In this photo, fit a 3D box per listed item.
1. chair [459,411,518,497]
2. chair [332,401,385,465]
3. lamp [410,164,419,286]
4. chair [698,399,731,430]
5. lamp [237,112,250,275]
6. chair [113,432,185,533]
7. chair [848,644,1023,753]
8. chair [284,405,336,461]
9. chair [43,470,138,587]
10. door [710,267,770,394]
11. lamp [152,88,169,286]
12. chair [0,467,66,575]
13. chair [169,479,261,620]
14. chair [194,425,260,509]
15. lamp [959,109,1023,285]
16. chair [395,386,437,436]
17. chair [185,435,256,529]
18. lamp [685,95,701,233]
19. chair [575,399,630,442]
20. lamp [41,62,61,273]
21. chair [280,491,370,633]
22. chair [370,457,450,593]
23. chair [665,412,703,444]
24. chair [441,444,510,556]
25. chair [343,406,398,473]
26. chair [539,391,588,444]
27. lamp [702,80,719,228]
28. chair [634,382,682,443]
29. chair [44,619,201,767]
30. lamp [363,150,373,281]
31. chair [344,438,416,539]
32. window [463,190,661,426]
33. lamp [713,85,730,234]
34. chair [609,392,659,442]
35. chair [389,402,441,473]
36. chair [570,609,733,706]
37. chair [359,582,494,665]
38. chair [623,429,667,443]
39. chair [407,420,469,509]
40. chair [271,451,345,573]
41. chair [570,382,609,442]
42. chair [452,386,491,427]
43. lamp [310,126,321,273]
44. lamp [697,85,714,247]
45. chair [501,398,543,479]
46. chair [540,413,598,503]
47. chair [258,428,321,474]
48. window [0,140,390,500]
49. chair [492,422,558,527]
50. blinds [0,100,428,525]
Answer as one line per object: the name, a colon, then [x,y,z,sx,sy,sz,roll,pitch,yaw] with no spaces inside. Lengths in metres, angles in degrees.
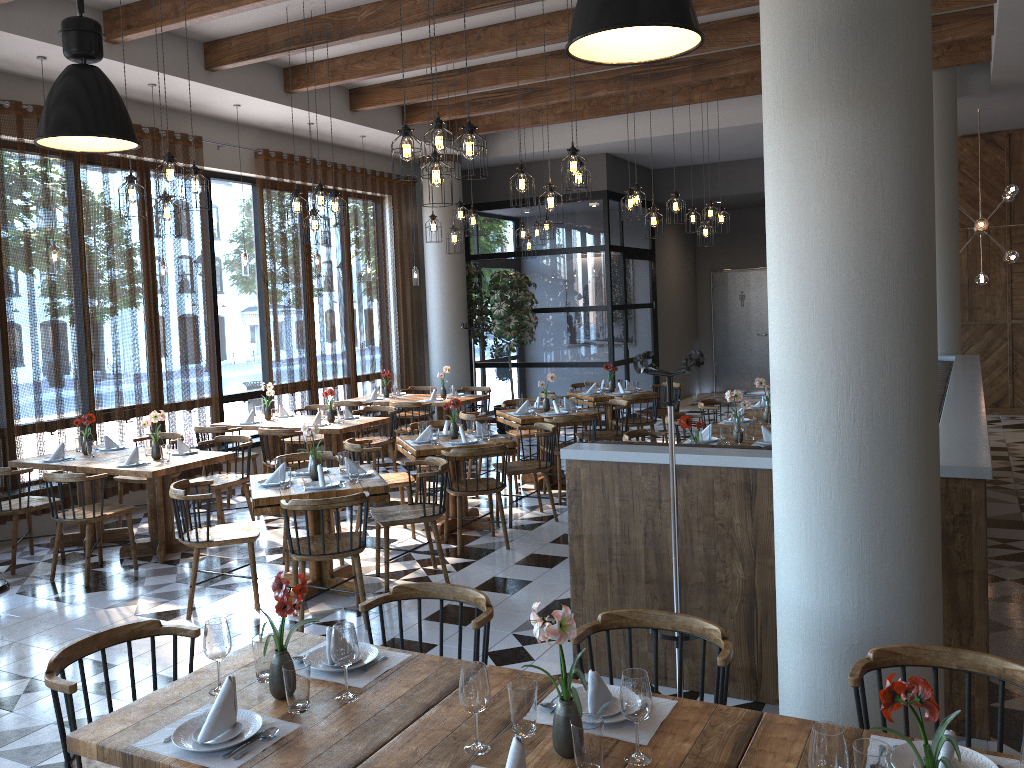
chair: [-0.243,0.683,9.034,0.550,0.815,0.520,-3,4,-17]
chair: [-1.890,0.590,10.835,0.519,0.815,0.551,-1,4,28]
lamp: [-1.356,-2.328,12.089,0.078,1.960,0.078,-4,3,-30]
chair: [2.198,0.581,9.051,0.549,0.815,0.521,-1,4,28]
lamp: [-2.830,-2.122,9.252,0.078,1.960,0.078,0,3,35]
chair: [-3.292,0.891,8.131,0.519,0.815,0.551,-1,4,28]
chair: [1.201,1.216,2.419,0.519,0.815,0.551,-1,4,28]
chair: [-2.280,0.674,10.082,0.519,0.815,0.551,-1,4,28]
chair: [-3.144,1.023,6.585,0.519,0.815,0.551,-1,4,28]
door: [4.423,-1.012,16.963,1.206,2.389,0.114,-1,3,28]
lamp: [-3.318,-1.903,8.307,0.078,1.960,0.078,-3,3,-22]
chair: [-3.893,1.019,6.974,0.519,0.815,0.551,-1,4,28]
chair: [-1.925,1.044,5.792,0.550,0.815,0.520,-3,4,-17]
chair: [-2.881,0.803,8.925,0.519,0.815,0.551,-1,4,28]
lamp: [5.857,-2.330,11.081,1.161,2.188,1.188,-3,3,-11]
chair: [-1.289,0.462,11.992,0.519,0.815,0.551,-1,4,28]
chair: [-2.544,0.895,7.742,0.519,0.815,0.551,-1,4,28]
lamp: [2.066,-2.789,10.245,0.175,2.066,0.175,-4,3,-30]
chair: [0.985,0.598,9.421,0.550,0.815,0.520,-3,4,-17]
lamp: [-3.833,-1.900,7.319,0.078,1.960,0.078,-2,3,3]
chair: [-1.117,1.048,5.371,0.520,0.815,0.550,-3,4,-17]
chair: [-0.697,0.958,6.178,0.550,0.815,0.520,-3,4,-17]
chair: [1.691,0.689,8.075,0.549,0.815,0.521,-1,4,28]
chair: [-0.289,0.871,6.965,0.520,0.815,0.550,-3,4,-17]
chair: [-1.532,0.678,9.693,0.519,0.815,0.551,-1,4,28]
chair: [0.626,0.497,10.710,0.550,0.815,0.520,-3,4,-17]
lamp: [2.272,-2.855,10.256,0.175,2.066,0.175,-3,3,-19]
chair: [1.856,0.409,11.120,0.550,0.815,0.520,-3,4,-17]
chair: [-1.200,1.270,2.934,0.549,0.815,0.521,-1,4,28]
lamp: [-1.842,-2.283,11.155,0.078,1.960,0.078,-2,3,13]
chair: [-1.098,0.866,7.386,0.550,0.815,0.520,-3,4,-17]
window: [0.818,-1.225,14.795,2.727,3.541,2.191,-1,4,28]
lamp: [2.307,-2.723,9.884,0.175,2.066,0.175,0,3,38]
chair: [1.435,0.501,10.289,0.520,0.815,0.550,-3,4,-17]
chair: [-1.141,0.594,10.446,0.519,0.815,0.551,-1,4,28]
chair: [0.431,1.212,2.819,0.519,0.815,0.551,-1,4,28]
chair: [-0.338,1.208,3.219,0.519,0.815,0.551,-1,4,28]
chair: [1.185,0.798,7.098,0.549,0.815,0.521,-1,4,28]
chair: [-0.679,0.777,8.194,0.520,0.815,0.550,-3,4,-17]
chair: [-1.506,0.954,6.599,0.520,0.815,0.550,-3,4,-17]
chair: [1.046,0.407,11.517,0.520,0.815,0.550,-3,4,-17]
chair: [-0.541,0.466,11.603,0.519,0.815,0.551,-1,4,28]
lamp: [-2.300,-2.270,10.275,0.078,1.960,0.078,-2,3,17]
lamp: [2.173,-2.603,10.062,0.175,2.066,0.175,-3,3,-19]
chair: [0.176,0.594,9.842,0.520,0.815,0.550,-3,4,-17]
chair: [0.566,0.688,8.613,0.520,0.815,0.550,-3,4,-17]
chair: [-2.132,0.806,8.536,0.519,0.815,0.551,-1,4,28]
window: [-4.388,-0.384,5.610,4.491,3.157,15.173,-2,5,4]
chair: [0.130,0.781,7.773,0.550,0.815,0.520,-3,4,-17]
blinds: [-3.052,-0.888,9.910,0.160,3.573,7.286,-1,5,28]
